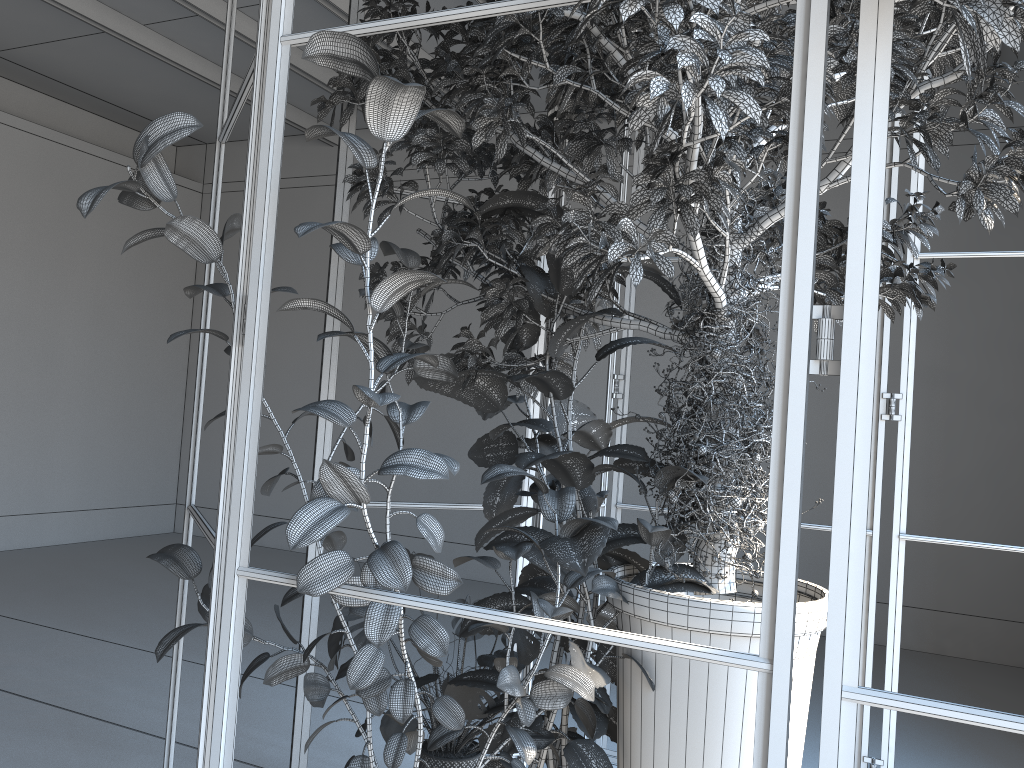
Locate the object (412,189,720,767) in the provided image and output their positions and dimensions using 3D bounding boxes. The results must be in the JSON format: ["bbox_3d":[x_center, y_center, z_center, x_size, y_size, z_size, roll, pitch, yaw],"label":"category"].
[{"bbox_3d":[0.135,0.518,2.652,0.868,2.157,1.270,6,-3,-34],"label":"object"}]

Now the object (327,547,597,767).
[{"bbox_3d":[-0.271,1.103,2.951,1.125,1.001,0.920,3,-3,23],"label":"object"}]

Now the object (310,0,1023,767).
[{"bbox_3d":[0.417,-0.460,2.295,2.243,4.154,2.486,4,-2,-3],"label":"object"}]

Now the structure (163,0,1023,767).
[{"bbox_3d":[0.708,-0.041,2.607,2.994,3.454,2.452,3,-3,26],"label":"structure"}]

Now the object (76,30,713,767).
[{"bbox_3d":[-0.308,0.477,2.170,1.253,2.183,1.309,2,-3,36],"label":"object"}]
